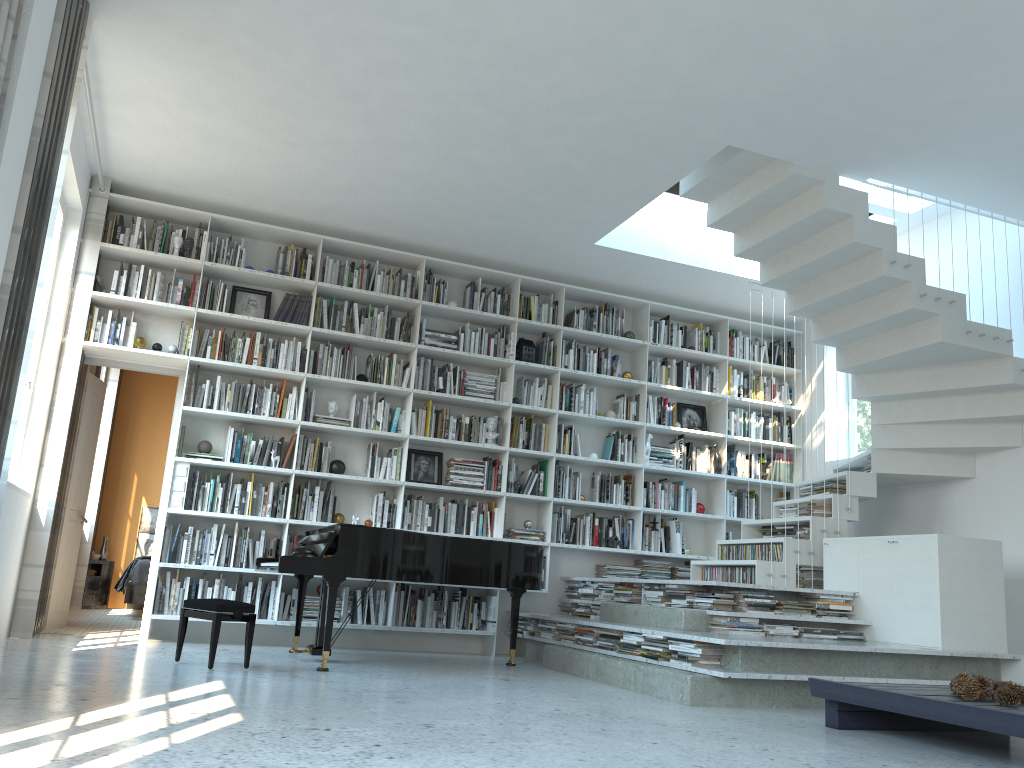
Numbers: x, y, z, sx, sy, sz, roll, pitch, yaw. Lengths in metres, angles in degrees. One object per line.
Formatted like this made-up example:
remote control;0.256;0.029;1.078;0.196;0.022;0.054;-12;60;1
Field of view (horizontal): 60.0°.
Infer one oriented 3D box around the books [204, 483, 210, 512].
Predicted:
books;-2.236;0.838;6.491;0.015;0.216;0.180;9;-13;-20

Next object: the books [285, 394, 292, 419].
books;-1.731;0.196;6.834;0.031;0.223;0.145;9;-13;-20

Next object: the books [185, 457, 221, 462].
books;-2.284;0.564;6.545;0.254;0.012;0.161;9;-14;-19

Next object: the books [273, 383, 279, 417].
books;-1.826;0.150;6.816;0.015;0.292;0.144;9;-13;-20

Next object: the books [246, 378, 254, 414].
books;-1.996;0.116;6.735;0.013;0.299;0.152;9;-13;-20

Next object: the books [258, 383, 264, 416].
books;-1.924;0.141;6.763;0.012;0.271;0.145;9;-13;-20

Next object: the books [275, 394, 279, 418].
books;-1.811;0.192;6.798;0.013;0.203;0.162;9;-13;-20

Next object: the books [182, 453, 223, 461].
books;-2.280;0.539;6.544;0.285;0.012;0.160;8;-14;-16

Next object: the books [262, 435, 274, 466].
books;-1.855;0.520;6.713;0.060;0.254;0.158;9;-13;-20

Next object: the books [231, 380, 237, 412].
books;-2.108;0.115;6.700;0.011;0.270;0.158;9;-13;-20

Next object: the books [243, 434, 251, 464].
books;-2.000;0.504;6.672;0.022;0.248;0.129;9;-13;-20

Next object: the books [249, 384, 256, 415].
books;-1.986;0.141;6.746;0.021;0.256;0.156;9;-13;-20

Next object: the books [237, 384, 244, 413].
books;-2.059;0.134;6.707;0.023;0.242;0.185;9;-13;-20

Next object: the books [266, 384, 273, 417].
books;-1.862;0.147;6.777;0.015;0.274;0.157;9;-13;-20

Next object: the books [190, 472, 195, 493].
books;-2.346;0.793;6.479;0.008;0.284;0.160;9;-13;-20

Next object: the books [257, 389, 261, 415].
books;-1.939;0.162;6.758;0.013;0.227;0.152;9;-13;-20

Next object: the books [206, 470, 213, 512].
books;-2.226;0.793;6.513;0.006;0.314;0.146;9;-13;-20

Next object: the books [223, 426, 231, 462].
books;-2.127;0.464;6.617;0.012;0.284;0.160;9;-13;-20

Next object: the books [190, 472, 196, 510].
books;-2.334;0.792;6.482;0.016;0.289;0.153;9;-13;-20

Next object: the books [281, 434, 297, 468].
books;-1.703;0.525;6.736;0.082;0.275;0.229;9;-13;-20

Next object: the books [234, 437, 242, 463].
books;-2.051;0.508;6.614;0.029;0.207;0.190;9;-13;-20

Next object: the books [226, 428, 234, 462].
books;-2.111;0.472;6.621;0.024;0.272;0.150;9;-13;-20

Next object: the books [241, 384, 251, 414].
books;-2.032;0.136;6.736;0.048;0.256;0.142;9;-13;-20

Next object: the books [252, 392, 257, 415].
books;-1.968;0.169;6.748;0.021;0.204;0.130;9;-13;-20

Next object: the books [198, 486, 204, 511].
books;-2.268;0.843;6.461;0.019;0.189;0.193;9;-13;-20

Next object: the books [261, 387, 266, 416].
books;-1.908;0.156;6.778;0.011;0.251;0.139;9;-13;-20

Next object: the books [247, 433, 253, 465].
books;-1.978;0.502;6.661;0.011;0.250;0.172;9;-13;-20

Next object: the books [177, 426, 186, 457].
books;-2.426;0.439;6.504;0.028;0.242;0.157;9;-13;-20

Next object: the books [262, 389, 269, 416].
books;-1.894;0.166;6.793;0.028;0.242;0.132;9;-13;-20

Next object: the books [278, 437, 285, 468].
books;-1.766;0.537;6.751;0.021;0.250;0.154;9;-13;-20

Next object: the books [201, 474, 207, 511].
books;-2.261;0.805;6.494;0.008;0.279;0.164;8;-13;-20

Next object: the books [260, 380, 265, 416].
books;-1.918;0.130;6.784;0.011;0.303;0.130;9;-13;-20

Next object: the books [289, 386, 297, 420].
books;-1.704;0.171;6.855;0.027;0.285;0.148;9;-13;-20

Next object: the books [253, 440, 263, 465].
books;-1.928;0.533;6.698;0.056;0.213;0.143;9;-13;-20

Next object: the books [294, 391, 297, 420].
books;-1.675;0.189;6.863;0.036;0.257;0.123;9;-13;-20

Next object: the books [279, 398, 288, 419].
books;-1.760;0.211;6.819;0.030;0.183;0.152;9;-13;-20

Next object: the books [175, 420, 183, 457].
books;-2.447;0.418;6.511;0.012;0.284;0.160;9;-13;-20

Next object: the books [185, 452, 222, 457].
books;-2.281;0.529;6.553;0.254;0.012;0.161;9;-14;-19

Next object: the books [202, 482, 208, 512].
books;-2.255;0.837;6.497;0.015;0.217;0.176;9;-13;-20

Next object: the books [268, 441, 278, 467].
books;-1.812;0.548;6.717;0.030;0.207;0.172;9;-13;-20

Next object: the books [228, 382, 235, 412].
books;-2.118;0.121;6.675;0.021;0.247;0.189;9;-13;-20

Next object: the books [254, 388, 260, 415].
books;-1.947;0.157;6.743;0.013;0.228;0.177;9;-13;-20

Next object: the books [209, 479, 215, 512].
books;-2.203;0.828;6.499;0.009;0.244;0.185;8;-13;-20

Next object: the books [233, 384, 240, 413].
books;-2.087;0.131;6.687;0.024;0.236;0.167;9;-13;-20

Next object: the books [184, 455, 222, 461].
books;-2.281;0.551;6.544;0.254;0.012;0.161;10;-14;-23

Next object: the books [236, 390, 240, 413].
books;-2.082;0.154;6.714;0.010;0.203;0.139;9;-13;-20

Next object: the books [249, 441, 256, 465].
books;-1.956;0.532;6.650;0.029;0.189;0.189;9;-13;-20

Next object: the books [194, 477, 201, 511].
books;-2.305;0.813;6.491;0.022;0.256;0.141;9;-13;-20

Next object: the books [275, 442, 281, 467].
books;-1.789;0.553;6.736;0.027;0.209;0.144;9;-13;-20

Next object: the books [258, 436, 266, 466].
books;-1.895;0.524;6.712;0.013;0.241;0.141;9;-13;-20

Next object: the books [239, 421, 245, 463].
books;-2.041;0.455;6.666;0.011;0.335;0.153;9;-13;-20

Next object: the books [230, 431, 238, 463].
books;-2.089;0.486;6.636;0.031;0.255;0.143;9;-13;-20

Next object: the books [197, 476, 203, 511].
books;-2.284;0.808;6.480;0.007;0.263;0.177;9;-13;-20

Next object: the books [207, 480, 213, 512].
books;-2.219;0.829;6.507;0.014;0.242;0.171;9;-13;-20

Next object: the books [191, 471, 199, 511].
books;-2.317;0.791;6.482;0.014;0.293;0.171;9;-13;-20

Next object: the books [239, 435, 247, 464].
books;-2.027;0.510;6.667;0.031;0.231;0.148;9;-13;-20

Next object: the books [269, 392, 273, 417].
books;-1.857;0.180;6.788;0.012;0.217;0.160;9;-13;-20

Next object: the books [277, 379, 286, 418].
books;-1.785;0.137;6.820;0.035;0.325;0.170;9;-13;-20

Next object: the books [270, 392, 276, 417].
books;-1.843;0.181;6.798;0.021;0.220;0.149;9;-13;-20
